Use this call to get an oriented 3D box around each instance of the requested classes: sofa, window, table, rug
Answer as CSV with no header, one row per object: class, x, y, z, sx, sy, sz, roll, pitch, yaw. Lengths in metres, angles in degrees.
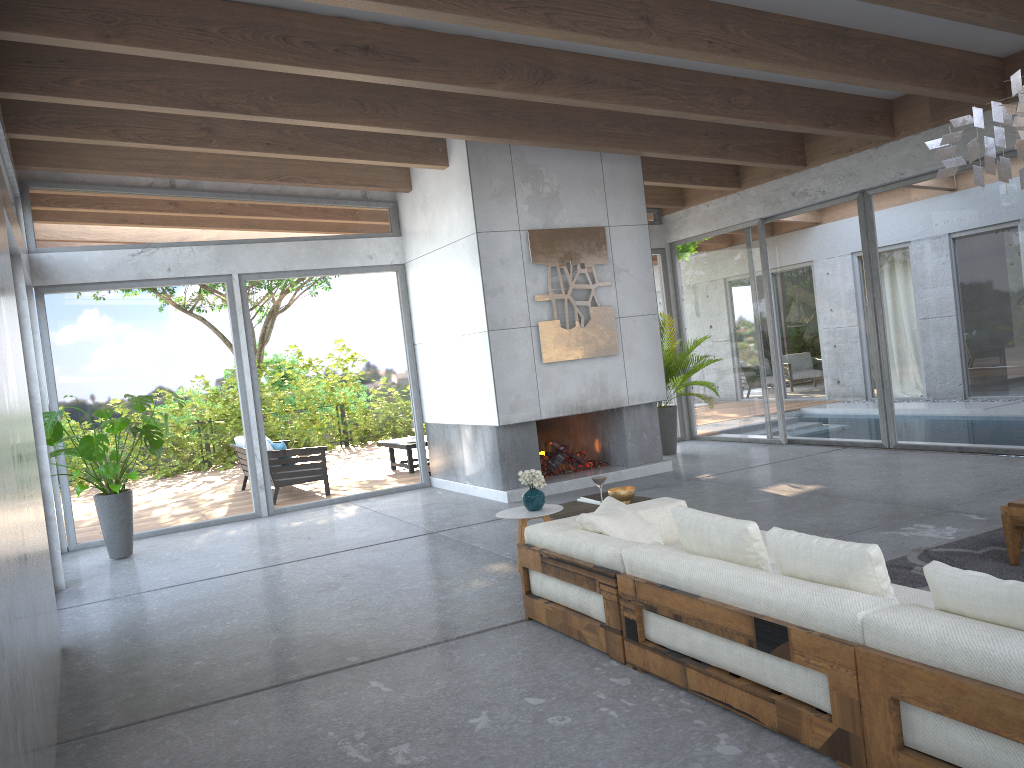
sofa,1.736,0.824,3.610,1.965,0.777,3.733,-7,2,-26
window,3.196,-0.936,4.157,14.294,3.764,23.280,-7,2,-26
table,3.356,0.740,4.511,1.048,0.352,1.112,-7,2,-26
table,0.570,0.987,5.538,0.725,0.441,0.725,-6,2,26
rug,2.847,0.951,4.318,3.186,0.056,2.187,-7,2,-26

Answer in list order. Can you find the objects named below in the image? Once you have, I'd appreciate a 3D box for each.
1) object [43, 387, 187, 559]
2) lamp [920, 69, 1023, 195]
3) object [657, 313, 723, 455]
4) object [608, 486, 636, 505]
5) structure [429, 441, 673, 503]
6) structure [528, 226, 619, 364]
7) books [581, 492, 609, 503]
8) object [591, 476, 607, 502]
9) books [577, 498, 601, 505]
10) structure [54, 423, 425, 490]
object,-3.800,0.841,8.267,1.416,1.540,1.731,-7,2,-7
lamp,2.251,-1.555,3.916,0.862,1.400,0.636,-6,2,21
object,1.854,-0.029,11.055,1.484,1.819,1.798,-7,2,-19
object,0.689,0.702,5.530,0.173,0.097,0.173,-5,2,43
structure,0.337,0.801,10.180,2.012,0.595,2.203,-7,2,-26
structure,0.635,-0.928,9.120,0.919,1.351,0.041,-7,2,-26
books,0.599,0.733,5.751,0.205,0.012,0.290,-7,2,-21
object,0.537,0.668,5.333,0.099,0.212,0.099,-6,2,5
books,0.593,0.748,5.751,0.220,0.015,0.303,-8,2,-27
structure,-3.850,1.255,10.215,15.587,3.022,31.708,-6,2,15
